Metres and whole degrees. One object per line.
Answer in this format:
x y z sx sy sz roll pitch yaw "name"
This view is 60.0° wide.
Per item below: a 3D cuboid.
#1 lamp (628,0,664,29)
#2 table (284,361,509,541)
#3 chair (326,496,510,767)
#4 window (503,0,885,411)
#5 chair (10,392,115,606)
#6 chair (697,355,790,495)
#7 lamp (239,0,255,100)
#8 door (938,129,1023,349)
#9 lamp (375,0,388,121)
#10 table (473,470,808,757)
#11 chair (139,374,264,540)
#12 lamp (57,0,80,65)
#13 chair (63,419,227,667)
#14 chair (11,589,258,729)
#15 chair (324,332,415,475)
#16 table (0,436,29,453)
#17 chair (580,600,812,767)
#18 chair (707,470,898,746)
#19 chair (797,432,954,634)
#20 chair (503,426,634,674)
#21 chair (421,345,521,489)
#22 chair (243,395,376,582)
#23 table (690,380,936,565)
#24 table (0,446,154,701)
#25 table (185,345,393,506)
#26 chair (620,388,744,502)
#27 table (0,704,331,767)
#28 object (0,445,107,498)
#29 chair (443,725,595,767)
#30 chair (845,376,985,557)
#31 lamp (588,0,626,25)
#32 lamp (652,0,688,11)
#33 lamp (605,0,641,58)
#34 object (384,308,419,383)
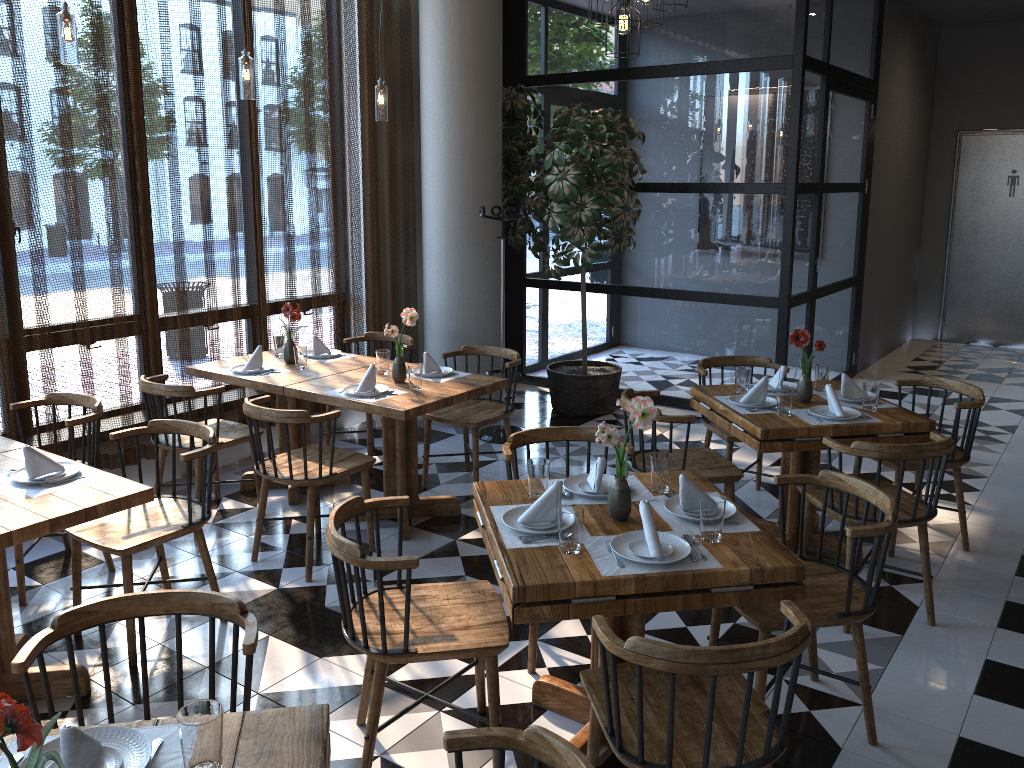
0.706 -2.901 4.490 0.175 2.055 0.176 8 13 36 "lamp"
-0.608 0.364 4.823 0.852 0.758 0.855 8 15 34 "table"
-0.295 0.802 2.804 0.550 0.811 0.523 -2 12 -9 "chair"
1.622 -1.775 8.084 2.735 3.521 2.197 8 14 35 "window"
-2.170 0.499 4.098 0.521 0.811 0.552 8 14 35 "chair"
1.326 0.290 5.052 0.519 0.811 0.554 -2 12 -9 "chair"
-1.444 -2.518 4.677 0.078 1.949 0.078 4 11 21 "lamp"
5.469 -1.592 9.795 1.210 2.375 0.115 8 13 35 "door"
-0.836 -2.653 5.531 0.078 1.949 0.078 -4 12 -22 "lamp"
0.348 0.804 2.920 0.864 0.758 0.871 -2 12 -9 "table"
-1.678 0.344 4.780 0.521 0.811 0.552 8 14 35 "chair"
-2.016 -2.420 3.869 0.078 1.949 0.078 5 12 25 "lamp"
-1.482 0.611 3.618 0.521 0.811 0.552 8 14 35 "chair"
-0.844 0.975 2.043 0.519 0.811 0.554 -2 12 -9 "chair"
-0.923 0.105 5.827 0.521 0.811 0.552 8 14 35 "chair"
-2.553 0.644 3.580 0.852 0.758 0.855 8 15 34 "table"
0.448 0.923 2.286 0.519 0.811 0.554 -2 12 -9 "chair"
0.976 0.756 3.017 0.550 0.811 0.523 -2 12 -9 "chair"
1.542 0.577 3.802 0.519 0.811 0.554 -2 12 -9 "chair"
0.232 0.635 3.535 0.519 0.811 0.554 -2 12 -9 "chair"
-0.235 0.218 5.347 0.521 0.811 0.552 8 14 35 "chair"
-0.990 0.456 4.300 0.521 0.811 0.552 8 14 35 "chair"
1.435 0.461 4.427 0.864 0.758 0.871 -2 12 -9 "table"
-1.855 0.758 3.093 0.852 0.758 0.855 8 15 34 "table"
-1.306 0.250 5.309 0.852 0.758 0.855 8 15 34 "table"
0.799 0.456 4.321 0.550 0.811 0.523 -2 12 -9 "chair"
-0.728 1.144 1.428 0.864 0.758 0.871 -2 12 -9 "table"
-1.694 0.273 3.213 0.353 0.136 0.273 9 15 34 "object"
-0.100 1.096 1.525 0.550 0.811 0.523 -2 12 -9 "chair"
2.075 0.406 4.556 0.550 0.811 0.523 -2 12 -9 "chair"
0.466 -2.778 4.141 0.175 2.055 0.176 3 11 14 "lamp"
0.801 -2.914 4.297 0.175 2.055 0.176 -9 14 -41 "lamp"
0.569 -2.694 4.358 0.175 2.055 0.176 -9 14 -41 "lamp"
-0.582 -0.202 4.709 0.146 0.397 0.208 6 13 27 "object"
